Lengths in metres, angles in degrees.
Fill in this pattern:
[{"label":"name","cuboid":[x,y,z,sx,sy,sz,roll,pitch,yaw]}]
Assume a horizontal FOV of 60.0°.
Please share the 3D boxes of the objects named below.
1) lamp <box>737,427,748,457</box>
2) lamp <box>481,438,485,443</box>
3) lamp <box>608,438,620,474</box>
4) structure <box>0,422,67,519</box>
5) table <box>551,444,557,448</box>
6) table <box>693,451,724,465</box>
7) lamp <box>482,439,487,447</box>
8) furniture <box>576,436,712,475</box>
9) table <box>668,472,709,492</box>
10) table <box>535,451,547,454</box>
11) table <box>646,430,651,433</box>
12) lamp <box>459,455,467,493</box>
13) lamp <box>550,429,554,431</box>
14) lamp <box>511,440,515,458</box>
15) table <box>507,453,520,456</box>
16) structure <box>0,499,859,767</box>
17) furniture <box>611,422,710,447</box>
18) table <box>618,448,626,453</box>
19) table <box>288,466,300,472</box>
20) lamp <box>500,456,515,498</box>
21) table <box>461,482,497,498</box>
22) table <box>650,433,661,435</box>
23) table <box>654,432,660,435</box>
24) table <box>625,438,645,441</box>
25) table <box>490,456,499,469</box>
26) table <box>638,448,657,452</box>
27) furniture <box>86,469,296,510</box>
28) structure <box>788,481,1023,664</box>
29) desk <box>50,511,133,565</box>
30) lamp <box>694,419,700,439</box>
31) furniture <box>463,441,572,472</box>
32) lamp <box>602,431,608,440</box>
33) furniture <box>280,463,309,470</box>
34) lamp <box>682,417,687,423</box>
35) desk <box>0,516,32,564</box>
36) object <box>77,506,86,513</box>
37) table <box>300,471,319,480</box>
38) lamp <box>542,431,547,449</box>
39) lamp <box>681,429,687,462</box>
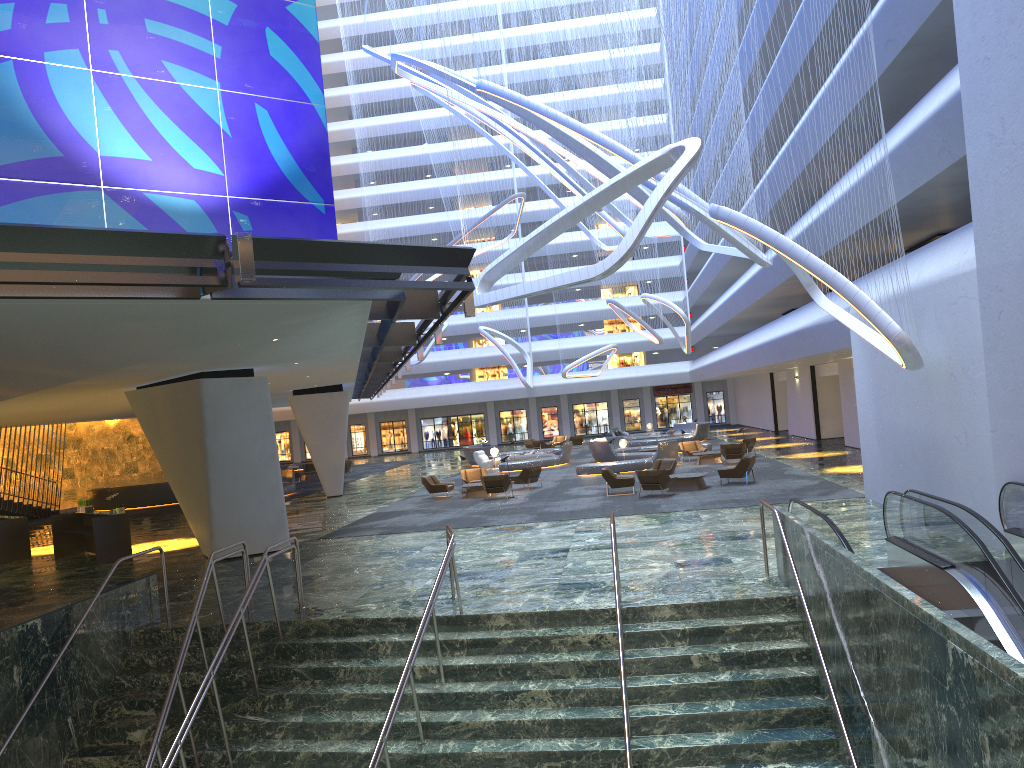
[{"label":"lamp","cuboid":[8.286,2.203,31.827,0.384,1.300,0.201,-5,0,24]},{"label":"lamp","cuboid":[-1.532,3.575,48.217,0.201,1.300,0.384,-6,0,-39]},{"label":"lamp","cuboid":[3.716,2.643,32.448,0.384,1.300,0.201,-5,0,24]},{"label":"structure","cuboid":[-24.819,3.223,36.536,11.986,6.247,16.487,-5,-1,7]},{"label":"table","cuboid":[2.047,3.834,53.140,1.205,0.392,1.201,-7,-2,42]},{"label":"table","cuboid":[7.417,2.776,33.291,1.203,0.392,1.203,-5,-1,6]},{"label":"lamp","cuboid":[-1.373,3.492,45.809,0.384,1.300,0.202,-5,0,0]},{"label":"furniture","cuboid":[5.016,2.787,36.941,5.191,0.969,9.918,-6,-2,24]},{"label":"table","cuboid":[4.937,2.771,25.020,1.204,0.392,1.202,-6,-2,25]},{"label":"table","cuboid":[1.576,3.662,45.561,0.672,0.406,0.672,-5,-1,-31]},{"label":"table","cuboid":[8.672,3.177,55.593,0.417,0.595,0.428,-5,0,-39]},{"label":"lamp","cuboid":[-1.654,3.080,30.333,0.202,1.300,0.383,-5,0,23]},{"label":"lamp","cuboid":[2.496,3.391,54.871,0.383,1.300,0.202,-5,0,-32]},{"label":"lamp","cuboid":[0.085,3.208,40.551,0.201,1.300,0.384,-5,0,-18]},{"label":"table","cuboid":[0.069,3.799,45.461,0.674,0.406,0.670,-6,-1,26]},{"label":"structure","cuboid":[-1.687,6.053,3.334,9.308,8.399,19.731,-5,-1,7]},{"label":"furniture","cuboid":[8.558,2.875,51.658,5.186,0.969,9.928,-5,-2,3]},{"label":"table","cuboid":[4.760,3.039,37.921,0.418,0.595,0.427,-5,0,6]},{"label":"table","cuboid":[-13.684,5.358,55.612,0.673,0.406,0.671,-5,-1,-6]},{"label":"lamp","cuboid":[-0.150,2.851,27.171,0.384,1.300,0.201,-5,0,24]},{"label":"table","cuboid":[-1.019,3.424,28.635,1.203,0.392,1.203,-5,-1,7]},{"label":"table","cuboid":[8.780,3.241,54.198,0.671,0.406,0.673,-5,-1,3]},{"label":"table","cuboid":[8.317,3.075,50.835,0.418,0.595,0.427,-5,0,3]},{"label":"table","cuboid":[6.954,3.292,50.007,1.203,0.392,1.203,-5,-1,7]},{"label":"table","cuboid":[-0.798,3.641,41.055,0.417,0.595,0.428,-5,0,-19]},{"label":"table","cuboid":[6.156,3.049,38.805,1.203,0.392,1.203,-5,-1,7]},{"label":"furniture","cuboid":[-13.868,4.572,38.336,9.938,0.969,5.181,-6,-2,24]},{"label":"structure","cuboid":[4.723,5.418,3.016,3.018,8.239,19.826,-5,-1,7]},{"label":"desk","cuboid":[-10.381,3.753,21.813,0.812,1.097,2.982,-5,-1,-45]},{"label":"lamp","cuboid":[9.880,2.493,47.292,0.201,1.300,0.384,-5,0,-34]},{"label":"furniture","cuboid":[0.145,3.415,43.241,5.185,0.969,9.930,-5,-2,-1]},{"label":"lamp","cuboid":[4.344,2.818,40.674,0.384,1.300,0.201,-5,0,24]},{"label":"furniture","cuboid":[-15.976,5.213,54.116,5.191,0.969,9.918,-6,-2,24]},{"label":"lamp","cuboid":[10.071,2.590,51.346,0.384,1.300,0.202,-5,0,6]},{"label":"desk","cuboid":[-13.808,4.121,23.613,2.982,1.097,0.812,-7,-1,43]},{"label":"object","cuboid":[-10.986,3.209,22.627,0.150,0.145,0.150,-6,-1,40]},{"label":"table","cuboid":[-10.563,4.816,46.627,1.201,0.392,1.205,-5,-2,-29]},{"label":"lamp","cuboid":[1.912,3.347,51.416,0.201,1.300,0.384,-5,0,-31]},{"label":"lamp","cuboid":[6.782,2.432,34.989,0.202,1.300,0.383,-5,0,23]}]
